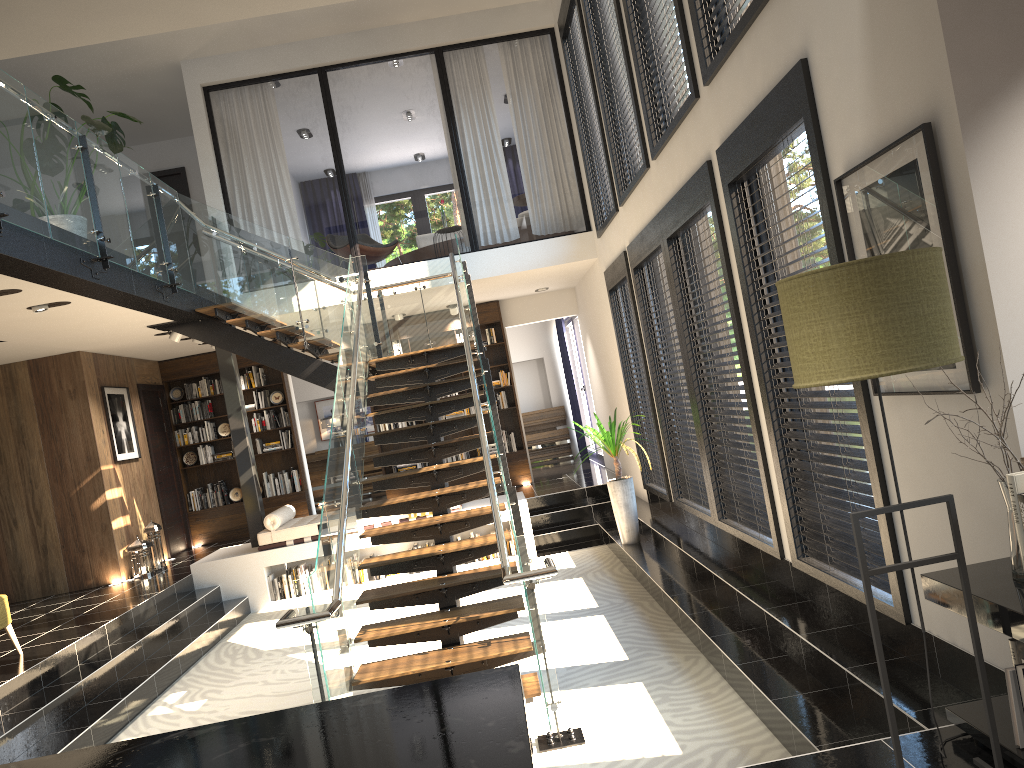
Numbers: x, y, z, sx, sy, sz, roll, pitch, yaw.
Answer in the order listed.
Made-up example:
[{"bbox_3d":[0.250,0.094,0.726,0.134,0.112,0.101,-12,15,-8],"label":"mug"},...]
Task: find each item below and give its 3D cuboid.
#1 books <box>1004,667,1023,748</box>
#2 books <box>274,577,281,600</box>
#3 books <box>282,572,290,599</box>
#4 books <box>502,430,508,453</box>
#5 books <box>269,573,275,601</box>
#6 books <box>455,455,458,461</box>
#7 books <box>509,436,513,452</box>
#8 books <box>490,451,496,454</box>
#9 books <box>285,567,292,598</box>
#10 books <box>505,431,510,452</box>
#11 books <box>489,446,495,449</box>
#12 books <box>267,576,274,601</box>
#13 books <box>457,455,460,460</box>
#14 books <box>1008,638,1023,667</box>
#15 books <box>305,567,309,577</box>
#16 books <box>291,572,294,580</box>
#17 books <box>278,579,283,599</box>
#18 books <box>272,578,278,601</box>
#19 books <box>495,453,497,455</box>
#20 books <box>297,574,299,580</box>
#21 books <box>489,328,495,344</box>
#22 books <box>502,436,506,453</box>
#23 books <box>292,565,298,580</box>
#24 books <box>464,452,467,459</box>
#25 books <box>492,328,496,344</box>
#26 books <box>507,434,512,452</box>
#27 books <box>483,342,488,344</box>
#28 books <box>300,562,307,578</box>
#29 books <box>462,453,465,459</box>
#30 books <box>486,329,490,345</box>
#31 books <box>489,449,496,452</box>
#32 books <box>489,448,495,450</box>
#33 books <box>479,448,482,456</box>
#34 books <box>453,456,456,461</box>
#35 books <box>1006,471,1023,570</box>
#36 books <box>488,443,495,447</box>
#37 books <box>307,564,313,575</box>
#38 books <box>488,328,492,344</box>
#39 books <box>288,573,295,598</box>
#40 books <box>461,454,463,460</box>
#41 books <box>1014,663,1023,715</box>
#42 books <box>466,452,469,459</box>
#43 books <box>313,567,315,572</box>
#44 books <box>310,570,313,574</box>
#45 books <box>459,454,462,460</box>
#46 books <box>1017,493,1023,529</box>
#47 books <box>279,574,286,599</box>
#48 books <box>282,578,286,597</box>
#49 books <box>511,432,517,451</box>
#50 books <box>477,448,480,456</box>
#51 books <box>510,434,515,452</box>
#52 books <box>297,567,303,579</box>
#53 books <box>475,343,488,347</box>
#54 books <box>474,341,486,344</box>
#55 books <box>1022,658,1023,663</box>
[{"bbox_3d":[1.454,0.868,2.416,0.196,0.218,0.023,-10,0,-2],"label":"books"},{"bbox_3d":[-2.615,2.286,9.927,0.027,0.241,0.150,-10,0,-2],"label":"books"},{"bbox_3d":[-2.510,2.250,9.925,0.035,0.273,0.200,-10,0,-2],"label":"books"},{"bbox_3d":[-0.098,0.832,12.840,0.030,0.326,0.195,-10,0,-2],"label":"books"},{"bbox_3d":[-2.669,2.273,9.936,0.024,0.286,0.130,-10,0,-2],"label":"books"},{"bbox_3d":[-0.812,1.002,12.819,0.029,0.250,0.142,-10,0,-2],"label":"books"},{"bbox_3d":[-0.016,0.864,12.852,0.022,0.234,0.178,-10,0,-2],"label":"books"},{"bbox_3d":[-0.263,0.987,12.843,0.286,0.030,0.176,-10,-1,-4],"label":"books"},{"bbox_3d":[-2.483,2.225,9.953,0.029,0.314,0.163,-10,0,-2],"label":"books"},{"bbox_3d":[-0.069,0.834,12.843,0.027,0.311,0.149,-10,0,-2],"label":"books"},{"bbox_3d":[-0.278,0.911,12.852,0.251,0.026,0.148,-10,-1,-6],"label":"books"},{"bbox_3d":[-2.692,2.285,9.951,0.025,0.270,0.156,-10,0,-2],"label":"books"},{"bbox_3d":[-0.786,0.982,12.814,0.028,0.280,0.154,-10,0,-2],"label":"books"},{"bbox_3d":[1.482,0.830,2.444,0.176,0.284,0.030,-10,0,-2],"label":"books"},{"bbox_3d":[-2.266,2.201,9.946,0.025,0.282,0.149,-10,0,-2],"label":"books"},{"bbox_3d":[-2.426,2.232,9.951,0.028,0.279,0.120,-10,0,-2],"label":"books"},{"bbox_3d":[-2.586,2.296,9.955,0.029,0.211,0.130,-10,0,-2],"label":"books"},{"bbox_3d":[-2.639,2.296,9.923,0.024,0.229,0.171,-10,0,-2],"label":"books"},{"bbox_3d":[-0.258,1.014,12.851,0.273,0.025,0.156,-10,-1,-4],"label":"books"},{"bbox_3d":[-2.365,2.242,9.948,0.029,0.237,0.147,-10,0,-2],"label":"books"},{"bbox_3d":[-0.291,-0.689,12.852,0.036,0.228,0.198,-10,0,-2],"label":"books"},{"bbox_3d":[-0.118,0.876,12.838,0.026,0.247,0.149,-10,0,-2],"label":"books"},{"bbox_3d":[-2.401,2.205,9.924,0.030,0.322,0.203,-10,0,-2],"label":"books"},{"bbox_3d":[-0.679,0.989,12.830,0.026,0.227,0.129,-10,0,-2],"label":"books"},{"bbox_3d":[-0.260,-0.693,12.871,0.028,0.226,0.165,-10,0,-2],"label":"books"},{"bbox_3d":[-0.041,0.851,12.854,0.023,0.267,0.147,-10,0,-2],"label":"books"},{"bbox_3d":[-0.496,-0.572,12.877,0.288,0.025,0.175,-10,-1,-6],"label":"books"},{"bbox_3d":[-2.309,2.180,9.945,0.051,0.338,0.187,-10,0,-2],"label":"books"},{"bbox_3d":[-0.703,0.997,12.830,0.026,0.221,0.145,-10,0,-2],"label":"books"},{"bbox_3d":[-0.348,-0.679,12.886,0.030,0.231,0.176,-10,0,-2],"label":"books"},{"bbox_3d":[-0.269,0.959,12.854,0.250,0.026,0.148,-10,-1,-5],"label":"books"},{"bbox_3d":[-0.273,0.935,12.841,0.263,0.024,0.167,-10,-1,-7],"label":"books"},{"bbox_3d":[-0.459,0.963,12.828,0.025,0.199,0.149,-10,0,-2],"label":"books"},{"bbox_3d":[-0.843,1.005,12.816,0.034,0.255,0.194,-10,0,-2],"label":"books"},{"bbox_3d":[1.445,0.385,2.396,0.160,0.312,0.035,-10,0,-2],"label":"books"},{"bbox_3d":[-0.282,0.883,12.838,0.288,0.030,0.175,-11,-1,2],"label":"books"},{"bbox_3d":[-2.247,2.182,9.956,0.021,0.313,0.139,-10,0,-2],"label":"books"},{"bbox_3d":[-0.323,-0.688,12.891,0.023,0.238,0.178,-10,0,-2],"label":"books"},{"bbox_3d":[-2.449,2.248,9.918,0.027,0.254,0.204,-10,0,-2],"label":"books"},{"bbox_3d":[-0.732,0.987,12.809,0.028,0.250,0.162,-10,0,-2],"label":"books"},{"bbox_3d":[1.461,0.853,2.357,0.194,0.244,0.036,-10,0,-2],"label":"books"},{"bbox_3d":[-0.663,0.946,12.841,0.022,0.307,0.131,-10,0,-2],"label":"books"},{"bbox_3d":[-2.194,2.194,9.969,0.021,0.270,0.148,-10,0,-2],"label":"books"},{"bbox_3d":[-2.216,2.213,9.955,0.029,0.240,0.165,-10,0,-2],"label":"books"},{"bbox_3d":[-0.762,0.970,12.821,0.025,0.294,0.177,-10,0,-2],"label":"books"},{"bbox_3d":[1.461,0.407,2.364,0.173,0.262,0.030,-10,0,-2],"label":"books"},{"bbox_3d":[-2.561,2.269,9.960,0.030,0.256,0.145,-10,0,-2],"label":"books"},{"bbox_3d":[-2.533,2.279,9.954,0.020,0.225,0.156,-10,0,-2],"label":"books"},{"bbox_3d":[0.027,0.835,12.838,0.025,0.274,0.204,-10,0,-2],"label":"books"},{"bbox_3d":[-0.490,0.936,12.841,0.024,0.264,0.174,-10,0,-2],"label":"books"},{"bbox_3d":[0.005,0.850,12.844,0.023,0.254,0.191,-10,0,-2],"label":"books"},{"bbox_3d":[-2.343,2.201,9.924,0.028,0.309,0.211,-10,0,-2],"label":"books"},{"bbox_3d":[-0.492,-0.548,12.884,0.285,0.025,0.176,-10,-1,-1],"label":"books"},{"bbox_3d":[-0.501,-0.594,12.900,0.246,0.021,0.148,-10,-1,-2],"label":"books"},{"bbox_3d":[1.484,0.849,2.391,0.166,0.245,0.030,-10,0,-2],"label":"books"}]
